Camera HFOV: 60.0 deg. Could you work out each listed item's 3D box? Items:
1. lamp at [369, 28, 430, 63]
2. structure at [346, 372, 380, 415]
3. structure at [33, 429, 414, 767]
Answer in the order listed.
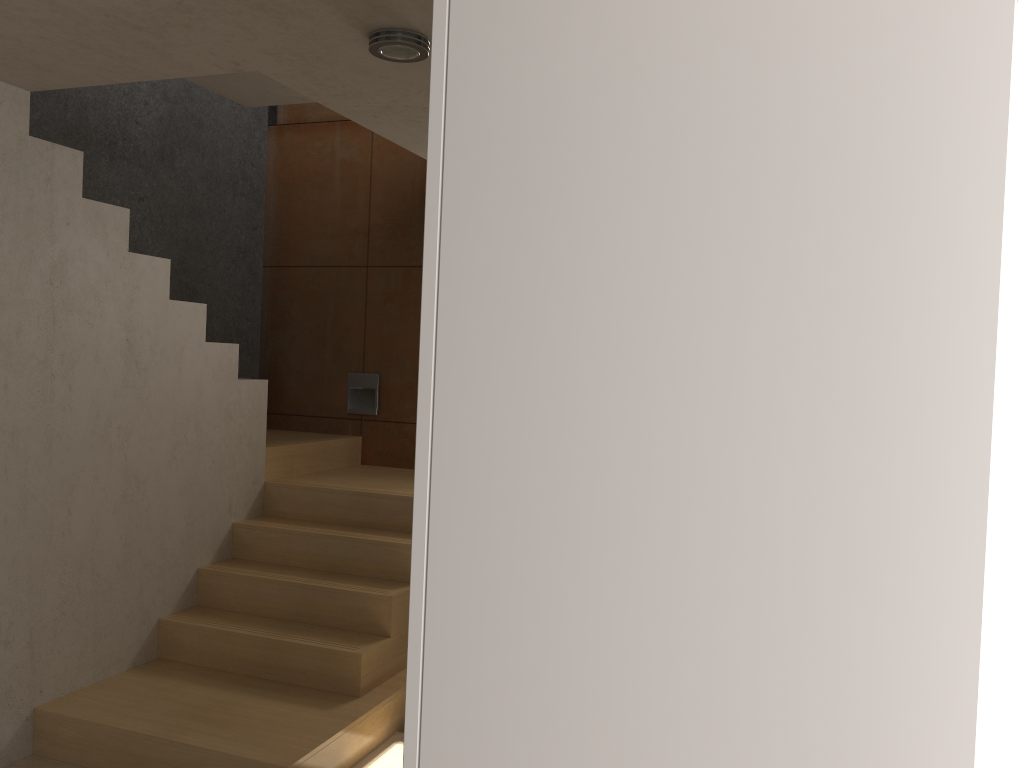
[{"bbox_3d":[-0.327,-0.981,2.572,0.173,0.044,0.173,2,1,-34],"label":"lamp"},{"bbox_3d":[-0.930,0.061,5.652,0.220,0.260,0.096,3,1,21],"label":"structure"},{"bbox_3d":[-1.234,0.901,4.457,1.950,1.110,2.400,3,1,21],"label":"structure"}]
